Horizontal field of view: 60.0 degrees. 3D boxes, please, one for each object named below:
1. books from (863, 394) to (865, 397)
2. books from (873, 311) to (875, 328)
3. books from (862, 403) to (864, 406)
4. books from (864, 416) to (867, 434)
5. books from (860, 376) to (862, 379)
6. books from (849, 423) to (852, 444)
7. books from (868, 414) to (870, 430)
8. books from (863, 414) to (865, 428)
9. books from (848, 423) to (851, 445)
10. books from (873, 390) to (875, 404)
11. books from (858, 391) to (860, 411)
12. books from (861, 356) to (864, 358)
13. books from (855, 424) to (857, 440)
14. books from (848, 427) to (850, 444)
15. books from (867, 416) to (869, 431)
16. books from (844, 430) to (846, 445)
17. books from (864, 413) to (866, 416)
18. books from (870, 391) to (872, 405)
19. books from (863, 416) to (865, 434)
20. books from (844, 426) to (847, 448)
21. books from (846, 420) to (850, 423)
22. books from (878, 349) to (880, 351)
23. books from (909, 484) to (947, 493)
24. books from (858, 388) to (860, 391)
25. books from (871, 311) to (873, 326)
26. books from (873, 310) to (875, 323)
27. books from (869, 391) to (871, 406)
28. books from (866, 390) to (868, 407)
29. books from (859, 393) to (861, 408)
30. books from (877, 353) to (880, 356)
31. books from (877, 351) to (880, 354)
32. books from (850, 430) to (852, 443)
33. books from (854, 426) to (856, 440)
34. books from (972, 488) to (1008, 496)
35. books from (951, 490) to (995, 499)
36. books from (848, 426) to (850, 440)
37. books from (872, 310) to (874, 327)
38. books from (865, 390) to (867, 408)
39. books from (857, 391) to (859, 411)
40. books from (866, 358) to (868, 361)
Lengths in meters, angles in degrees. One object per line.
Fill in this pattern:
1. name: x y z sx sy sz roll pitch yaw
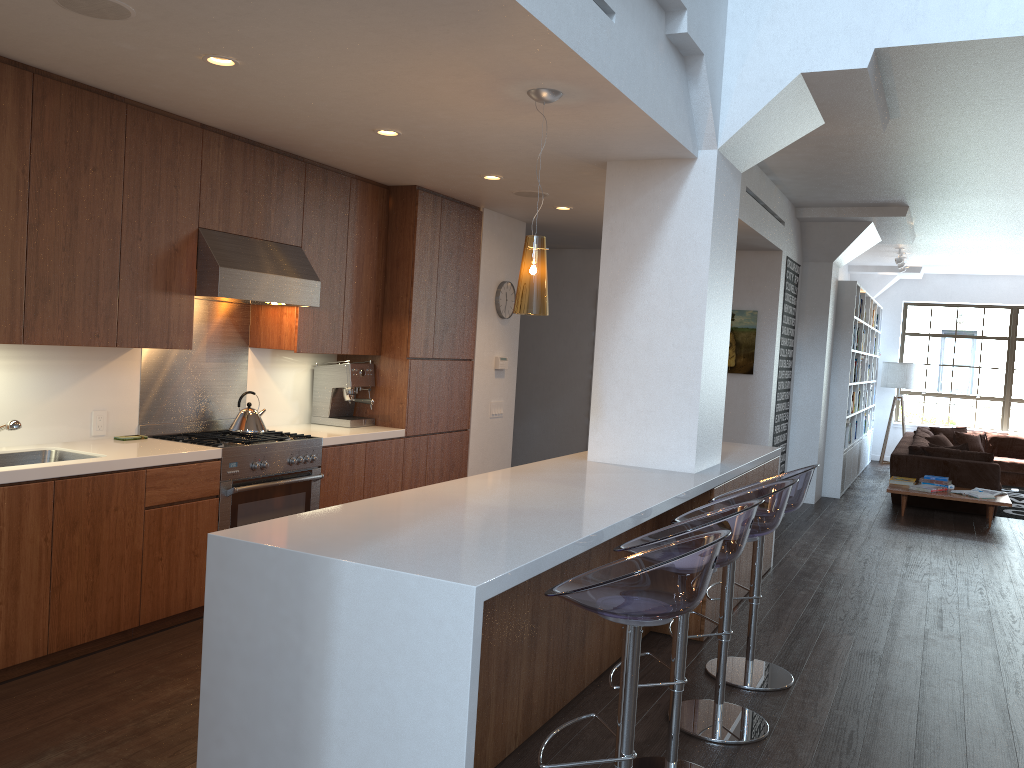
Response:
1. books: 4.611 0.151 11.960 0.253 0.040 0.183 5 3 26
2. books: 5.094 -0.926 12.703 0.183 0.253 0.034 5 3 26
3. books: 4.597 0.272 11.965 0.251 0.037 0.160 5 3 31
4. books: 4.942 0.572 12.631 0.183 0.253 0.034 5 3 25
5. books: 4.439 -0.097 11.533 0.160 0.039 0.251 5 3 31
6. books: 4.023 0.595 10.774 0.183 0.253 0.042 5 3 26
7. books: 5.302 0.565 13.395 0.171 0.246 0.057 5 3 26
8. books: 4.833 0.556 12.420 0.176 0.290 0.053 5 3 25
9. books: 3.980 0.593 10.699 0.180 0.259 0.042 5 3 26
10. books: 5.564 0.162 13.842 0.176 0.290 0.053 5 3 26
11. books: 4.363 0.211 11.382 0.183 0.253 0.034 5 3 25
12. books: 4.293 -0.343 11.148 0.223 0.027 0.161 5 3 35
13. books: 4.390 0.612 11.506 0.146 0.202 0.027 5 3 26
14. books: 3.950 0.601 10.626 0.171 0.246 0.039 5 3 26
15. books: 5.172 0.565 13.116 0.183 0.253 0.037 5 3 26
16. books: 3.717 0.619 10.126 0.161 0.223 0.032 5 3 26
17. books: 4.950 0.553 12.666 0.176 0.290 0.036 5 3 25
18. books: 5.311 0.210 13.332 0.161 0.221 0.035 5 3 25
19. books: 4.852 0.574 12.459 0.183 0.253 0.034 5 3 25
20. books: 3.758 0.602 10.239 0.180 0.251 0.048 5 3 26
21. books: 3.706 0.420 10.076 0.223 0.027 0.161 5 3 35
22. books: 5.497 -0.528 13.660 0.174 0.032 0.254 2 3 -29
23. books: 4.214 1.057 8.987 0.340 0.035 0.236 2 3 -39
24. books: 4.371 0.191 11.417 0.176 0.290 0.036 5 3 25
25. books: 4.982 -0.919 12.477 0.171 0.246 0.057 5 3 26
26. books: 5.035 -0.924 12.580 0.183 0.253 0.034 5 3 26
27. books: 5.247 0.187 13.211 0.183 0.253 0.042 5 3 26
28. books: 4.941 0.201 12.576 0.174 0.242 0.105 5 3 26
29. books: 4.472 0.223 11.613 0.161 0.223 0.026 5 3 25
30. books: 5.493 -0.462 13.669 0.197 0.035 0.284 2 3 -34
31. books: 5.495 -0.496 13.667 0.284 0.033 0.197 6 3 41
32. books: 4.062 0.603 10.856 0.174 0.236 0.142 5 3 25
33. books: 4.361 0.618 11.454 0.139 0.191 0.036 5 3 26
34. books: 4.860 1.094 9.044 0.350 0.035 0.256 2 3 -39
35. books: 4.570 1.086 8.802 0.231 0.040 0.342 2 3 -24
36. books: 3.915 0.596 10.561 0.183 0.253 0.042 5 3 26
37. books: 5.016 -0.924 12.552 0.183 0.253 0.034 5 3 26
38. books: 4.836 0.200 12.344 0.182 0.253 0.098 5 3 26
39. books: 4.290 0.212 11.238 0.183 0.253 0.034 5 3 25
40. books: 4.615 -0.336 11.846 0.224 0.030 0.161 5 3 36
